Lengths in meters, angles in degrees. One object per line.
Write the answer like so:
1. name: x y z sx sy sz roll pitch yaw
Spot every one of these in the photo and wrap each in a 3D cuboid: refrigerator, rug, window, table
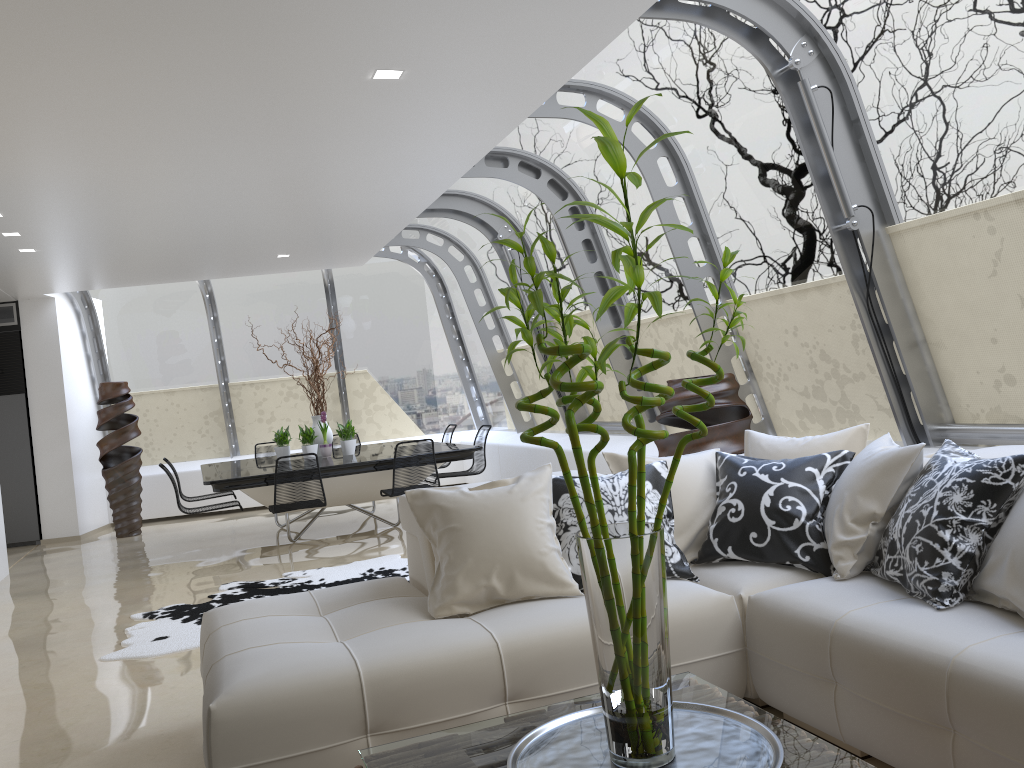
1. refrigerator: -6.179 1.031 10.538 1.006 1.742 0.234 -6 0 -7
2. rug: -0.972 1.409 5.972 3.220 0.008 2.705 -6 0 -20
3. window: -5.536 0.442 5.021 16.693 3.674 16.171 -6 0 -14
4. table: 0.230 1.068 1.980 1.007 0.448 0.923 -6 0 -20
5. table: -1.888 1.134 9.260 2.494 0.759 3.031 -6 0 -20

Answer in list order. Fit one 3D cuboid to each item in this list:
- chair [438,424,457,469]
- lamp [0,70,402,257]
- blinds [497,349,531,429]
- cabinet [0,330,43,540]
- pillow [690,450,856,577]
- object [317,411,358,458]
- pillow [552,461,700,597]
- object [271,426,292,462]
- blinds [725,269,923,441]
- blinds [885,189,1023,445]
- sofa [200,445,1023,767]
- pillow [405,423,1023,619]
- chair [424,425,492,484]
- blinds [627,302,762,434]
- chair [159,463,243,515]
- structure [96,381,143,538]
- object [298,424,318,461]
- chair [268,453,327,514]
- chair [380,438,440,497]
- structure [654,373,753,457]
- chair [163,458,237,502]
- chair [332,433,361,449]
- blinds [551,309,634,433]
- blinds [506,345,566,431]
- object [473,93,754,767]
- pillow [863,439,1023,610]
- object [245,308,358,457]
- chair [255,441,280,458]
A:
1. chair: -0.981 0.764 10.337 0.688 0.519 0.446 -6 0 -20
2. lamp: -5.252 -1.065 3.131 9.775 0.004 9.928 -6 0 -19
3. blinds: -0.002 0.631 11.598 0.663 2.118 1.829 -6 0 -20
4. cabinet: -6.836 0.758 10.773 2.252 2.558 0.831 -6 0 -5
5. pillow: 1.054 0.524 3.613 0.599 0.483 0.405 -6 0 39
6. object: -1.784 0.506 9.175 0.417 0.476 0.238 -6 0 8
7. pillow: 0.396 0.581 3.581 0.604 0.471 0.394 -6 0 -4
8. object: -2.393 0.620 9.269 0.215 0.369 0.284 -6 0 18
9. blinds: 1.940 -0.117 5.584 0.329 1.027 1.430 -6 0 -20
10. blinds: 2.422 -0.264 4.138 0.387 1.214 1.376 -6 0 -20
11. sofa: 0.846 0.784 2.479 3.257 0.866 4.169 -6 0 -20
12. pillow: 1.273 0.458 3.010 3.322 0.530 1.656 -6 0 40
13. chair: -0.548 0.716 9.137 0.688 0.519 0.446 -6 0 -20
14. blinds: 1.419 -0.059 7.032 0.329 1.027 1.430 -6 0 -20
15. chair: -2.901 0.959 8.280 0.688 0.519 0.446 -6 0 -20
16. structure: -4.618 0.890 10.476 0.498 1.843 0.493 -6 0 -9
17. object: -2.053 0.584 8.933 0.215 0.369 0.284 -6 0 13
18. chair: -1.852 0.849 7.589 0.446 0.519 0.688 -6 0 -20
19. chair: -0.919 0.752 7.930 0.446 0.519 0.688 -6 0 -20
20. structure: 1.212 0.578 5.455 0.672 1.258 0.674 -6 0 -43
21. chair: -3.334 1.007 9.479 0.688 0.519 0.446 -6 0 -20
22. chair: -1.980 0.869 10.871 0.446 0.519 0.688 -6 0 -20
23. blinds: 0.861 -0.093 8.467 0.387 1.214 1.376 -6 0 -20
24. blinds: 0.375 0.055 9.926 0.329 1.027 1.430 -6 0 -20
25. object: 0.240 0.078 2.047 0.673 1.546 0.584 -6 0 19
26. pillow: 1.436 0.453 2.962 0.382 0.467 0.608 -6 0 -1
27. object: -2.189 0.004 9.242 1.031 1.549 1.135 -6 0 -28
28. chair: -2.845 0.958 10.556 0.446 0.519 0.688 -6 0 -20
